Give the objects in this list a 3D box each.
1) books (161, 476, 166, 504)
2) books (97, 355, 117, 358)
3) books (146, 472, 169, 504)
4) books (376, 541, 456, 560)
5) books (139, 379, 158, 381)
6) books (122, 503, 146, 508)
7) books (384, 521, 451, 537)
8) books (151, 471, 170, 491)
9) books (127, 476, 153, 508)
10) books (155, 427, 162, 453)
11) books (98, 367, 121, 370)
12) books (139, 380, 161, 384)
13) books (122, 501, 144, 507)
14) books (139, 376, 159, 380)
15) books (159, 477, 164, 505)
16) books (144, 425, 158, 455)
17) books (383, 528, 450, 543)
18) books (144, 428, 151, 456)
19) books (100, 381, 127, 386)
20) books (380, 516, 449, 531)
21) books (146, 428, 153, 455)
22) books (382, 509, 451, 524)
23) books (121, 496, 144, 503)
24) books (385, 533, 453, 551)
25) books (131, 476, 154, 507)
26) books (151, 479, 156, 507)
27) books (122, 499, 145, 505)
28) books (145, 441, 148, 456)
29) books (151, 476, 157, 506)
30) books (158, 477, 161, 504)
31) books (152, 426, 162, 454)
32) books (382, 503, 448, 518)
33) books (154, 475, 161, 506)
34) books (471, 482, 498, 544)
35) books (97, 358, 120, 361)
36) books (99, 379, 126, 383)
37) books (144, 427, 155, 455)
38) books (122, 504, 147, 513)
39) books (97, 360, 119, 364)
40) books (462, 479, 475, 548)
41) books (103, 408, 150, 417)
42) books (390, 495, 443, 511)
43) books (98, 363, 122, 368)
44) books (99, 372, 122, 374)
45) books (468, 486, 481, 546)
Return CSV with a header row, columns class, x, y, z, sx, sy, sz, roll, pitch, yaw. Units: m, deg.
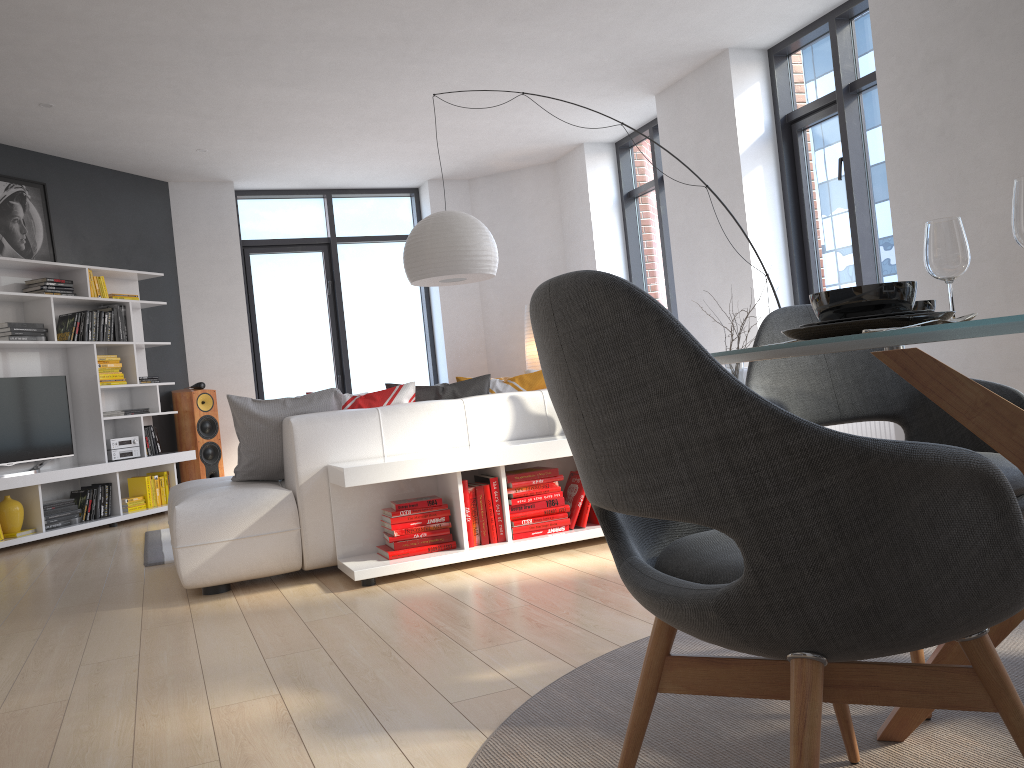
class,x,y,z,sx,sy,sz,roll,pitch,yaw
books,-2.994,0.900,7.466,0.172,0.234,0.024,-6,0,23
books,-3.367,-0.213,7.223,0.163,0.023,0.223,-6,0,27
books,-2.990,0.882,7.495,0.204,0.270,0.029,-6,0,23
books,-0.423,0.720,3.904,0.301,0.032,0.227,-6,0,-22
books,-3.128,-0.027,7.526,0.142,0.015,0.198,-6,0,21
books,-3.097,0.988,7.191,0.148,0.011,0.196,-6,0,23
books,-0.419,0.631,3.917,0.257,0.025,0.182,-6,0,-22
books,-2.988,0.881,7.523,0.213,0.270,0.025,-6,0,23
books,-3.064,0.896,7.303,0.198,0.255,0.044,-6,0,23
books,-3.096,0.490,7.577,0.179,0.233,0.077,-6,0,23
books,-3.341,-0.115,7.213,0.171,0.019,0.239,-6,0,23
books,-3.124,-0.008,7.525,0.161,0.023,0.213,-6,0,26
books,-3.082,0.973,7.179,0.113,0.018,0.169,-6,0,24
books,-3.143,-0.045,7.534,0.161,0.023,0.213,-6,0,26
books,-3.001,0.900,7.440,0.172,0.234,0.024,-6,0,23
books,-3.099,0.481,7.509,0.193,0.255,0.066,-6,0,22
books,-0.423,0.657,3.907,0.266,0.026,0.187,-6,0,-16
books,-3.130,0.492,7.441,0.189,0.240,0.053,-6,0,23
books,-3.304,0.007,7.205,0.194,0.028,0.257,-6,0,28
books,-0.432,0.607,3.931,0.261,0.028,0.191,-6,0,-22
books,-3.115,0.491,7.461,0.170,0.236,0.049,-6,0,23
books,-0.425,0.578,3.917,0.269,0.028,0.179,-6,0,-21
books,-3.111,0.940,7.192,0.138,0.026,0.186,-6,0,23
books,-0.415,0.686,3.918,0.259,0.034,0.206,-6,0,-19
books,-3.054,0.893,7.332,0.199,0.263,0.015,-6,0,23
books,-3.026,0.907,7.341,0.156,0.229,0.024,-6,0,23
books,-3.096,0.958,7.190,0.134,0.014,0.187,-6,0,23
books,-3.148,0.478,7.413,0.202,0.268,0.053,-6,0,23
books,-3.036,0.895,7.367,0.180,0.251,0.019,-6,0,23
books,-3.014,0.899,7.419,0.169,0.239,0.023,-6,0,23
books,-3.080,0.484,7.534,0.177,0.242,0.066,-6,0,23
books,-0.431,0.553,3.919,0.254,0.025,0.178,-6,0,-23
books,-3.024,0.894,7.391,0.185,0.250,0.035,-6,0,23
books,-0.128,0.575,3.981,0.042,0.259,0.195,-6,0,-22
books,-3.341,-0.192,7.223,0.163,0.023,0.223,-6,0,27
books,-3.316,-0.018,7.205,0.203,0.024,0.257,-6,0,26
books,-3.100,0.486,7.478,0.169,0.242,0.050,-6,0,22
books,-3.091,1.010,7.189,0.147,0.033,0.190,-6,0,23
books,-3.345,-0.169,7.217,0.160,0.022,0.227,-6,0,39
books,-0.231,0.570,3.946,0.036,0.294,0.208,-6,0,-22
books,-3.215,0.241,7.365,0.250,0.047,0.310,-6,0,18
books,-0.423,0.526,3.914,0.206,0.029,0.152,-6,0,-16
books,-3.337,-0.141,7.222,0.176,0.033,0.239,-6,0,26
books,-3.340,-0.077,7.212,0.189,0.014,0.251,-6,0,26
books,-0.198,0.584,3.962,0.031,0.255,0.181,-6,0,-22
